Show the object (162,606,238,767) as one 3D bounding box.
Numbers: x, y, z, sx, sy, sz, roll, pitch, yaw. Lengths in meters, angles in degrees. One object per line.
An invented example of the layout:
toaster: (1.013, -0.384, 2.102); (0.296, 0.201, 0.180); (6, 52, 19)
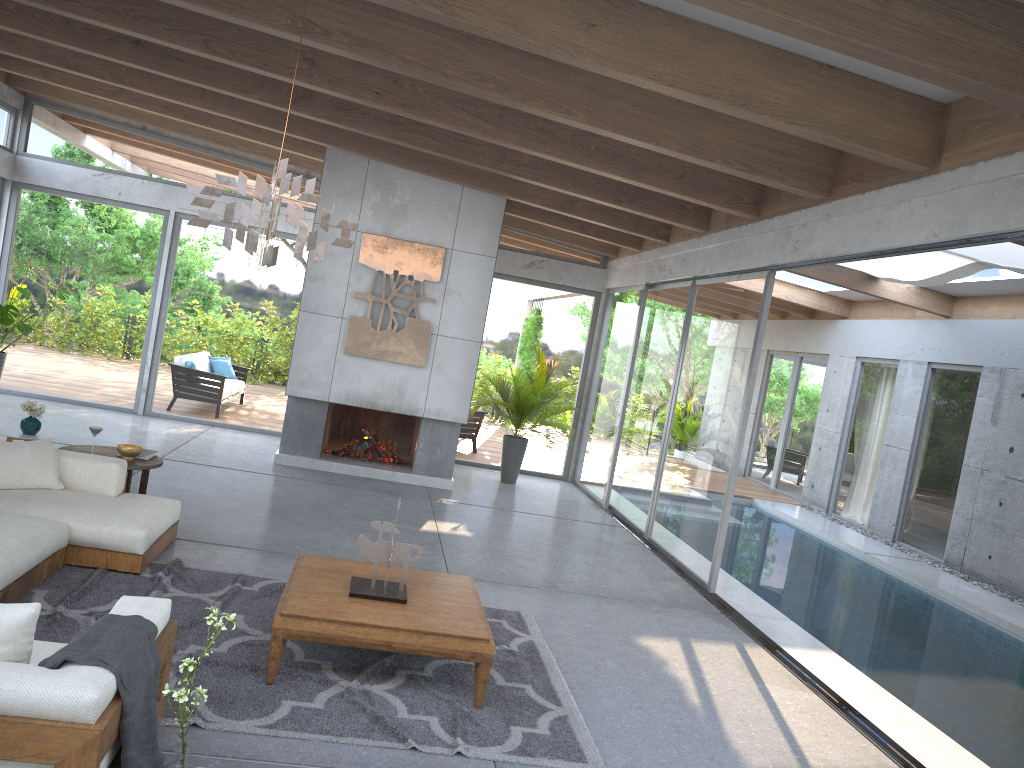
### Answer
object: (-0.998, 1.034, 2.701); (0.171, 0.750, 0.238); (11, 3, 13)

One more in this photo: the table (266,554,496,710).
table: (-0.693, 1.279, 4.718); (1.048, 0.352, 1.112); (10, 3, -9)

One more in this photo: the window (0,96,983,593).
window: (-0.456, -0.383, 4.343); (14.294, 3.764, 23.280); (10, 3, -9)

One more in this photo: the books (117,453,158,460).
books: (-2.836, 0.528, 6.722); (0.220, 0.015, 0.303); (10, 3, -9)

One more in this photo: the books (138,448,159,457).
books: (-2.826, 0.516, 6.720); (0.205, 0.012, 0.290); (10, 3, -3)

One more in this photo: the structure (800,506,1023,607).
structure: (5.710, 2.467, 7.542); (0.477, 0.068, 13.673); (10, 3, -9)

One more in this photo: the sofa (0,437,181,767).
sofa: (-2.458, 0.849, 4.345); (1.965, 0.777, 3.733); (10, 3, -9)

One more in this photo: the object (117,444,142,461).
object: (-2.801, 0.504, 6.481); (0.173, 0.097, 0.173); (9, 3, -29)

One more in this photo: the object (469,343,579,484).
object: (0.122, 0.371, 11.365); (1.484, 1.819, 1.798); (10, 3, -2)

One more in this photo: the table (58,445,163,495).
table: (-2.989, 0.741, 6.538); (0.725, 0.441, 0.725); (13, 4, 43)

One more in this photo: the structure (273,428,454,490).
structure: (-1.760, 0.683, 11.024); (2.012, 0.595, 2.203); (10, 3, -9)

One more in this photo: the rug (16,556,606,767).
rug: (-1.274, 1.324, 4.696); (3.186, 0.056, 2.187); (10, 3, -8)

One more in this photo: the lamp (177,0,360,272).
lamp: (-1.206, -1.261, 4.363); (0.862, 1.400, 0.636); (12, 3, 38)

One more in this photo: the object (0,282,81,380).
object: (-6.103, -0.568, 10.431); (1.416, 1.540, 1.731); (11, 3, 11)

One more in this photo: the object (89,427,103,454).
object: (-2.988, 0.418, 6.336); (0.099, 0.212, 0.099); (11, 3, 22)

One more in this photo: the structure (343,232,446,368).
structure: (-1.303, -0.924, 9.837); (0.919, 1.351, 0.041); (10, 3, -9)

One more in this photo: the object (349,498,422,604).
object: (-0.645, 0.846, 4.717); (0.346, 0.518, 0.379); (10, 3, -9)

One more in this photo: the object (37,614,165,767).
object: (-1.550, 1.183, 3.032); (0.857, 0.704, 0.472); (10, 3, -12)
